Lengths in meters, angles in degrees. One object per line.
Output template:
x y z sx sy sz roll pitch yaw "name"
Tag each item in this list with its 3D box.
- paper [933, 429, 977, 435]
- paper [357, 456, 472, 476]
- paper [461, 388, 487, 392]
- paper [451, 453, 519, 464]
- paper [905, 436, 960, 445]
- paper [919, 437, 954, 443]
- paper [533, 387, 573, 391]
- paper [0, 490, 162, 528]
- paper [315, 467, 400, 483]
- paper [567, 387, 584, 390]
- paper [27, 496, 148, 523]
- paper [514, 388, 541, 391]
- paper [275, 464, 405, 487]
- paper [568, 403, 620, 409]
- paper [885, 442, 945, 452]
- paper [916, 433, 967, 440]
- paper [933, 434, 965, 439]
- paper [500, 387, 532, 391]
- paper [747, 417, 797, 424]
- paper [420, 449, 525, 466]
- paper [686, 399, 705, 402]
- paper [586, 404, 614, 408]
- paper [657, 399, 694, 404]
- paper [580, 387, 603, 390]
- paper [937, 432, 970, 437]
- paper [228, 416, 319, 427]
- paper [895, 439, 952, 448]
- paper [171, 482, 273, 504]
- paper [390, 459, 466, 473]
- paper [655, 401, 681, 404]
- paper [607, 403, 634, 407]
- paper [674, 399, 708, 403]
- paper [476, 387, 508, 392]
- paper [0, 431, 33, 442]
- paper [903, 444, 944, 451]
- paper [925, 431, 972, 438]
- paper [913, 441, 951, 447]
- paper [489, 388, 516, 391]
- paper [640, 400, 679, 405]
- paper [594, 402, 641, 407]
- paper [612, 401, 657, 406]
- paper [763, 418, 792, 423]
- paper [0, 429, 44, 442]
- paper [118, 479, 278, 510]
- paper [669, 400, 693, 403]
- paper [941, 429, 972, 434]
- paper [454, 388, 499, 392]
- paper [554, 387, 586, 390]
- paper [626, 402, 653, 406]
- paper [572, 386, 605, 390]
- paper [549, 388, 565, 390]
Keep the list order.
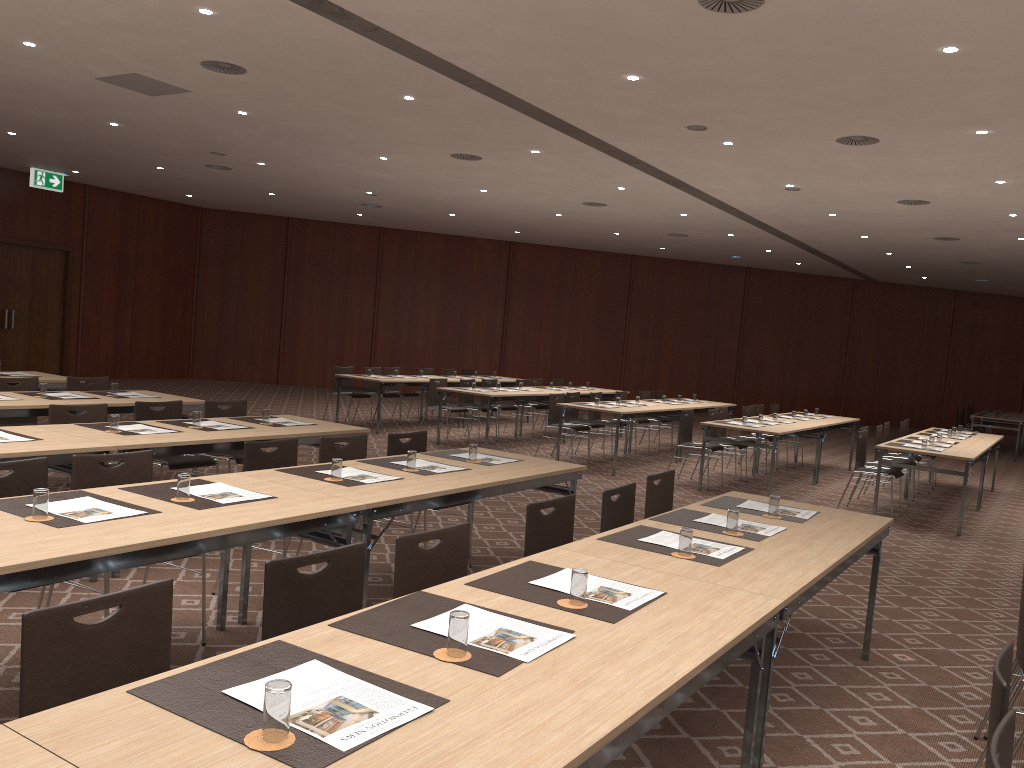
6.402 0.694 12.830 0.565 0.003 0.460 7 4 33 "paper"
-0.612 0.508 5.547 0.565 0.003 0.460 7 4 34 "paper"
-0.500 0.087 13.033 0.398 0.006 0.283 7 4 35 "paper"
-0.192 0.508 6.109 0.398 0.006 0.283 7 4 32 "paper"
5.196 0.698 10.954 0.565 0.003 0.460 7 4 33 "paper"
5.252 0.697 10.975 0.398 0.006 0.283 7 4 30 "paper"
0.666 0.081 14.960 0.565 0.003 0.460 7 4 33 "paper"
-1.828 0.511 3.672 0.565 0.003 0.460 7 4 31 "paper"
-0.869 0.513 5.011 0.398 0.006 0.283 7 4 32 "paper"
1.092 0.083 15.499 0.398 0.006 0.283 7 4 33 "paper"
-1.752 0.515 3.655 0.398 0.006 0.283 7 4 30 "paper"
0.215 0.085 14.134 0.398 0.006 0.283 7 4 32 "paper"
-0.969 0.509 4.994 0.565 0.003 0.460 7 4 33 "paper"
1.113 0.291 11.947 0.565 0.003 0.460 7 4 34 "paper"
4.469 0.699 9.837 0.565 0.003 0.460 7 4 32 "paper"
5.702 0.695 11.765 0.565 0.003 0.460 7 4 33 "paper"
5.791 0.698 11.766 0.398 0.006 0.283 7 4 31 "paper"
0.146 0.084 14.122 0.565 0.003 0.460 7 4 35 "paper"
3.513 0.493 12.014 0.565 0.003 0.460 7 4 34 "paper"
-0.272 0.505 6.125 0.565 0.003 0.460 7 4 31 "paper"
3.111 0.285 14.991 0.398 0.006 0.283 7 4 31 "paper"
1.195 0.291 11.996 0.398 0.006 0.283 7 4 33 "paper"
2.685 0.283 14.448 0.565 0.003 0.460 7 4 33 "paper"
1.425 0.079 16.065 0.398 0.006 0.283 7 4 32 "paper"
6.117 0.696 12.301 0.397 0.006 0.283 7 4 36 "paper"
-1.935 0.302 7.174 0.565 0.003 0.460 7 4 33 "paper"
4.827 0.699 10.383 0.565 0.003 0.460 7 4 32 "paper"
-1.380 0.515 4.213 0.398 0.006 0.283 7 4 35 "paper"
-0.526 0.511 5.558 0.398 0.006 0.283 7 4 34 "paper"
2.422 0.288 13.894 0.398 0.006 0.283 7 4 35 "paper"
1.553 0.292 12.528 0.398 0.006 0.283 7 4 33 "paper"
3.039 0.281 15.019 0.565 0.003 0.460 7 4 31 "paper"
-0.238 0.081 13.590 0.565 0.003 0.460 7 4 31 "paper"
-3.066 0.312 5.238 0.398 0.006 0.283 7 4 33 "paper"
4.567 0.703 9.843 0.398 0.006 0.283 7 4 32 "paper"
6.061 0.694 12.315 0.565 0.003 0.460 7 4 32 "paper"
4.913 0.701 10.399 0.398 0.006 0.283 7 4 32 "paper"
-0.129 0.086 13.602 0.398 0.006 0.283 7 4 31 "paper"
2.353 0.287 13.879 0.565 0.003 0.460 7 4 32 "paper"
1.482 0.290 12.521 0.565 0.003 0.460 7 4 29 "paper"
1.815 0.287 13.071 0.565 0.003 0.460 7 4 32 "paper"
3.573 0.495 11.992 0.398 0.006 0.283 7 4 31 "paper"
-3.163 0.306 5.267 0.565 0.003 0.460 7 4 32 "paper"
-1.471 0.513 4.171 0.565 0.003 0.460 7 4 31 "paper"
2.793 0.289 14.434 0.398 0.006 0.283 7 4 32 "paper"
6.451 0.692 12.870 0.398 0.006 0.283 7 4 32 "paper"
-0.536 0.087 13.051 0.565 0.003 0.460 7 4 30 "paper"
1.025 0.080 15.518 0.565 0.003 0.460 7 4 32 "paper"
1.911 0.291 13.073 0.398 0.006 0.283 7 4 32 "paper"
1.344 0.075 16.079 0.565 0.003 0.460 7 4 31 "paper"
0.757 0.084 14.972 0.398 0.006 0.283 7 4 31 "paper"
